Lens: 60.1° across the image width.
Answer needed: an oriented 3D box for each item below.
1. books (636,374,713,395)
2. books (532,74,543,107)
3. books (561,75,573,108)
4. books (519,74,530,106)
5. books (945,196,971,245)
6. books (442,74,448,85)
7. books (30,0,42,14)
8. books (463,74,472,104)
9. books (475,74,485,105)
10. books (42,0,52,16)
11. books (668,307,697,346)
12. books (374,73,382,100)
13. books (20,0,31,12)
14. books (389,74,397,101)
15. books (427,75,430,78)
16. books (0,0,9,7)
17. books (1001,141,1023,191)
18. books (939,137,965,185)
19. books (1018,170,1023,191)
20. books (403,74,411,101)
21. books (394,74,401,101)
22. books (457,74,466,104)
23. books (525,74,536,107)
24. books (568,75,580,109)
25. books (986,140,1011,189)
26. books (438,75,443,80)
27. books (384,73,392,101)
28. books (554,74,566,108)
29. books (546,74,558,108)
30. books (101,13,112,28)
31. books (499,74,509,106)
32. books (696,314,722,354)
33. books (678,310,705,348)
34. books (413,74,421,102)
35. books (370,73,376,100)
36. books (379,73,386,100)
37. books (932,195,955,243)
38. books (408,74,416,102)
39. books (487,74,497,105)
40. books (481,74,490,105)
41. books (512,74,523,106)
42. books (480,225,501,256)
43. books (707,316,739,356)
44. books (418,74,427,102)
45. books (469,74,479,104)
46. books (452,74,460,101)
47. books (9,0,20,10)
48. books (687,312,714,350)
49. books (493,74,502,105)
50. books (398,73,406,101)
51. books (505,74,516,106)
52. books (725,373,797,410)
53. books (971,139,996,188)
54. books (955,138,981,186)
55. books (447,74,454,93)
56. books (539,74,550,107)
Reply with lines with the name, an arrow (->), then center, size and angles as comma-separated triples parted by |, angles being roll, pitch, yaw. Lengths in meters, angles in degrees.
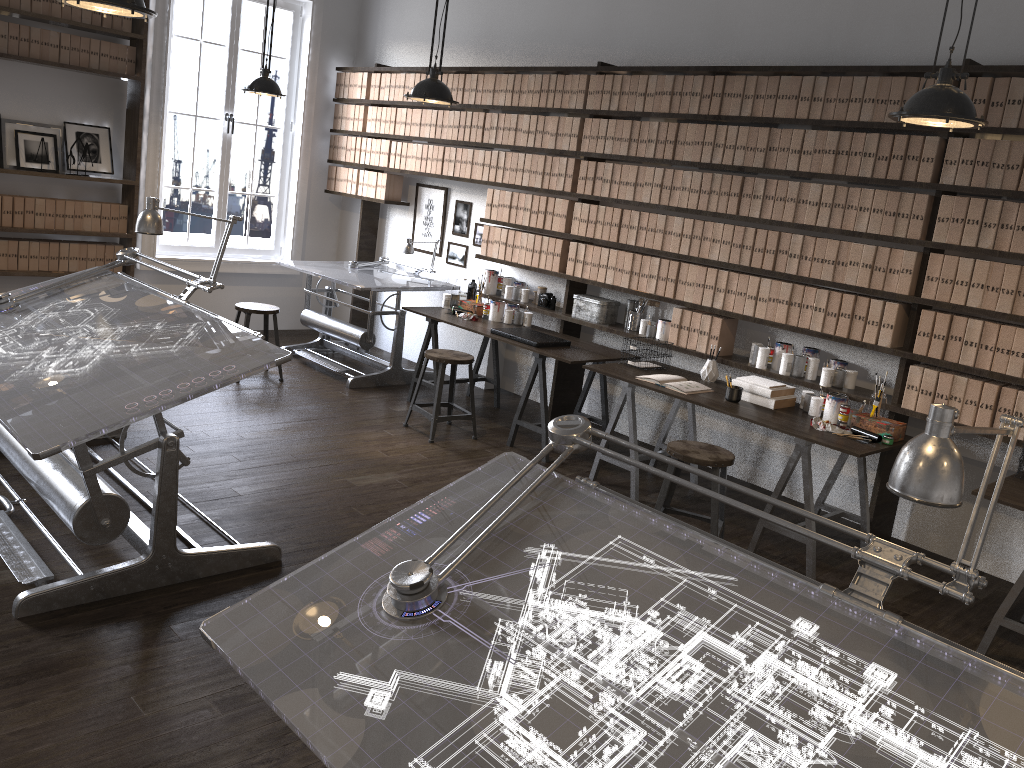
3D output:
books -> 0.894, -0.009, 4.872 | 0.256, 0.029, 0.357 | -5, 18, -43
books -> 0.237, -2.042, 6.211 | 0.175, 0.223, 0.067 | -3, 15, -44
books -> 0.432, -1.972, 6.018 | 0.174, 0.223, 0.067 | -3, 15, -44
books -> 0.146, -2.078, 6.316 | 0.174, 0.223, 0.067 | -3, 15, -44
books -> 2.158, -0.774, 4.228 | 0.175, 0.224, 0.067 | -3, 15, -44
books -> -0.468, -2.303, 6.946 | 0.175, 0.224, 0.067 | -3, 15, -44
books -> -3.468, -2.789, 6.422 | 0.067, 0.223, 0.176 | -2, 15, -43
books -> -0.275, -2.234, 6.755 | 0.175, 0.223, 0.067 | -3, 15, -44
books -> -0.179, -2.198, 6.654 | 0.174, 0.223, 0.067 | -3, 15, -44
books -> -3.423, -2.794, 6.466 | 0.067, 0.223, 0.176 | -2, 15, -43
books -> 1.049, -0.352, 5.416 | 0.175, 0.224, 0.067 | -3, 15, -44
books -> -1.083, -2.532, 7.590 | 0.175, 0.224, 0.067 | -3, 15, -44
books -> -3.519, -2.785, 6.370 | 0.067, 0.224, 0.176 | -2, 15, -43
books -> -0.933, -2.478, 7.441 | 0.174, 0.223, 0.067 | -3, 15, -44
books -> -0.607, -2.358, 7.102 | 0.174, 0.223, 0.067 | -3, 15, -44
books -> -3.625, -2.777, 6.278 | 0.067, 0.223, 0.176 | -2, 15, -43
books -> 2.325, -0.987, 4.053 | 0.175, 0.223, 0.067 | -3, 15, -44
books -> 2.137, -1.056, 4.244 | 0.174, 0.223, 0.067 | -3, 15, -44
books -> 2.371, -0.969, 3.997 | 0.175, 0.224, 0.067 | -3, 15, -44
books -> -0.795, -2.427, 7.295 | 0.175, 0.223, 0.067 | -3, 15, -44
books -> -0.885, -2.460, 7.390 | 0.175, 0.223, 0.067 | -3, 15, -44
books -> -0.330, -2.253, 6.804 | 0.175, 0.224, 0.067 | -3, 15, -44
books -> 0.191, -2.060, 6.264 | 0.174, 0.223, 0.067 | -3, 15, -44
books -> 0.476, -1.954, 5.967 | 0.174, 0.223, 0.067 | -3, 15, -44
books -> 2.279, -1.004, 4.098 | 0.175, 0.223, 0.067 | -3, 15, -44
books -> -0.517, -2.321, 6.997 | 0.175, 0.223, 0.067 | -3, 15, -44
books -> -0.984, -2.496, 7.488 | 0.174, 0.223, 0.067 | -3, 15, -44
books -> 0.383, -1.989, 6.066 | 0.175, 0.223, 0.067 | -3, 15, -44
books -> 0.332, -2.008, 6.118 | 0.175, 0.223, 0.067 | -3, 15, -44
books -> -3.115, -2.819, 6.754 | 0.067, 0.224, 0.176 | -2, 15, -43
books -> 0.000, -2.131, 6.463 | 0.175, 0.223, 0.067 | -3, 15, -44
books -> 1.192, -0.300, 5.270 | 0.174, 0.223, 0.067 | -3, 15, -44
books -> 1.099, -0.336, 5.372 | 0.175, 0.223, 0.067 | -3, 15, -44
books -> -0.706, -2.392, 7.197 | 0.175, 0.224, 0.067 | -3, 15, -44
books -> -1.129, -2.551, 7.646 | 0.175, 0.223, 0.067 | -3, 15, -44
books -> -1.029, -2.514, 7.541 | 0.175, 0.223, 0.067 | -3, 15, -44
books -> 2.119, -0.790, 4.275 | 0.175, 0.223, 0.067 | -3, 15, -44
books -> -0.754, -2.411, 7.250 | 0.175, 0.223, 0.067 | -3, 15, -44
books -> -0.090, -2.163, 6.553 | 0.175, 0.224, 0.067 | -3, 15, -44
books -> -0.132, -2.180, 6.604 | 0.175, 0.223, 0.067 | -3, 15, -44
books -> 0.098, -2.095, 6.364 | 0.175, 0.223, 0.067 | -3, 15, -44
books -> -0.140, -1.072, 6.646 | 0.175, 0.224, 0.067 | -3, 15, -44
books -> 1.243, -0.282, 5.223 | 0.175, 0.223, 0.067 | -3, 15, -44
books -> -0.656, -2.375, 7.150 | 0.175, 0.223, 0.067 | -3, 15, -44
books -> -0.230, -2.216, 6.701 | 0.174, 0.223, 0.067 | -3, 15, -44
books -> -0.376, -2.271, 6.860 | 0.175, 0.223, 0.067 | -3, 15, -44
books -> -3.573, -2.781, 6.325 | 0.067, 0.223, 0.176 | -2, 15, -43
books -> 1.147, -0.318, 5.322 | 0.174, 0.223, 0.067 | -3, 15, -44
books -> -0.042, -2.147, 6.509 | 0.175, 0.223, 0.067 | -3, 15, -44
books -> -0.844, -2.443, 7.339 | 0.175, 0.224, 0.067 | -3, 15, -44
books -> 0.047, -2.113, 6.411 | 0.175, 0.224, 0.067 | -3, 15, -44
books -> 1.298, 0.026, 4.704 | 0.386, 0.146, 0.297 | -4, 17, -43
books -> 2.233, -1.019, 4.139 | 0.175, 0.224, 0.067 | -3, 15, -44
books -> 2.184, -1.037, 4.190 | 0.175, 0.223, 0.067 | -3, 15, -44
books -> -0.422, -2.288, 6.905 | 0.175, 0.223, 0.067 | -3, 15, -44
books -> 0.286, -2.023, 6.160 | 0.175, 0.224, 0.067 | -3, 15, -44
